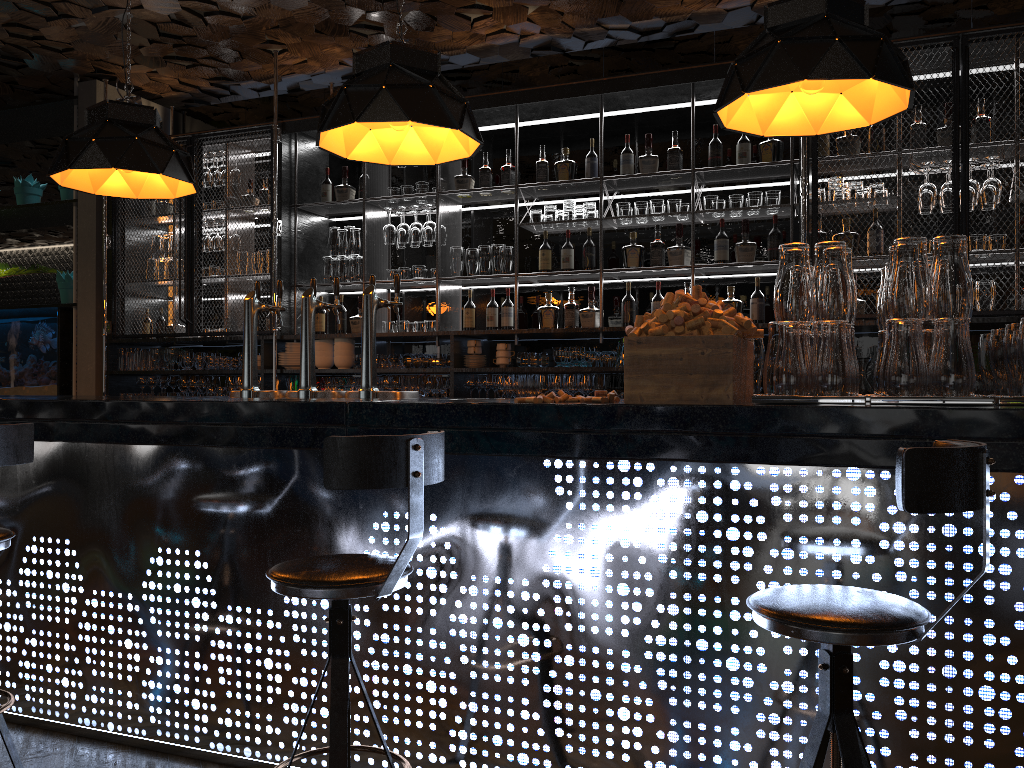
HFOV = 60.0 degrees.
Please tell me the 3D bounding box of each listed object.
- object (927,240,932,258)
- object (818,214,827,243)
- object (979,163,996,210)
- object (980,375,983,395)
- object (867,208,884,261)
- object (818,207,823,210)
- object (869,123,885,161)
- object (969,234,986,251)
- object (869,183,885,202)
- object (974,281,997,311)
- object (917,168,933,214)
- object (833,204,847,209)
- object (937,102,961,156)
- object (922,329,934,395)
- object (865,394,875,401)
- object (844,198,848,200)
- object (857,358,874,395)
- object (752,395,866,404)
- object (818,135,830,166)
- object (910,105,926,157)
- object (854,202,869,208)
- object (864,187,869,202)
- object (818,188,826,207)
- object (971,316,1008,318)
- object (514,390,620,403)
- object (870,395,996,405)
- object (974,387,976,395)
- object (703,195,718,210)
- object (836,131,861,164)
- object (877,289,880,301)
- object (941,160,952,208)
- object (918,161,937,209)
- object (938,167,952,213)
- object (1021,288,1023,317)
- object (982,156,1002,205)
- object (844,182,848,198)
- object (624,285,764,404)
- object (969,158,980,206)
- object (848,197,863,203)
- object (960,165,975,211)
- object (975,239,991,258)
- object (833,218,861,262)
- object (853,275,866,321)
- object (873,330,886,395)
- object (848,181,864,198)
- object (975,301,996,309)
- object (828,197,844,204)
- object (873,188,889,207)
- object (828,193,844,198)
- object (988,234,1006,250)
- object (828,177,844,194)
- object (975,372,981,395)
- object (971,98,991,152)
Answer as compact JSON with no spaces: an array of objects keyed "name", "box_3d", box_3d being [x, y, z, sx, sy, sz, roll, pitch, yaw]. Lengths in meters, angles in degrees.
[{"name":"object","box_3d":[2.303,-0.752,4.966,0.089,0.092,0.089,0,0,-11]},{"name":"object","box_3d":[1.782,-0.845,5.157,0.083,0.282,0.083,0,0,7]},{"name":"object","box_3d":[2.630,-1.088,4.898,0.092,0.244,0.092,0,0,16]},{"name":"object","box_3d":[2.494,0.051,4.642,0.079,0.231,0.079,0,0,-41]},{"name":"object","box_3d":[2.072,-0.853,5.056,0.086,0.298,0.086,0,0,-19]},{"name":"object","box_3d":[1.796,-1.076,5.257,0.089,0.092,0.089,0,0,-43]},{"name":"object","box_3d":[2.077,-1.424,5.046,0.086,0.297,0.086,0,0,-19]},{"name":"object","box_3d":[2.504,-0.753,4.773,0.089,0.092,0.089,0,0,6]},{"name":"object","box_3d":[2.050,-1.077,4.983,0.089,0.092,0.089,0,0,-18]},{"name":"object","box_3d":[2.540,-0.446,4.758,0.105,0.209,0.105,0,0,7]},{"name":"object","box_3d":[2.340,-1.088,5.015,0.092,0.244,0.092,0,0,16]},{"name":"object","box_3d":[1.920,-1.077,5.176,0.089,0.092,0.089,0,0,45]},{"name":"object","box_3d":[2.418,-1.415,4.907,0.123,0.279,0.123,0,0,25]},{"name":"object","box_3d":[1.237,-0.055,2.603,0.105,0.209,0.105,0,0,-43]},{"name":"object","box_3d":[1.237,0.043,2.737,0.273,0.019,0.437,0,0,22]},{"name":"object","box_3d":[1.920,-1.099,5.177,0.089,0.092,0.089,0,0,45]},{"name":"object","box_3d":[1.970,0.010,4.985,0.170,0.313,0.170,0,0,16]},{"name":"object","box_3d":[0.817,0.040,2.414,0.273,0.019,0.437,0,0,22]},{"name":"object","box_3d":[1.801,-1.423,5.159,0.086,0.299,0.086,0,0,-19]},{"name":"object","box_3d":[2.273,-1.417,4.964,0.083,0.282,0.083,0,0,22]},{"name":"object","box_3d":[2.041,-1.077,5.169,0.089,0.092,0.089,0,0,-18]},{"name":"object","box_3d":[2.041,-1.097,5.169,0.089,0.092,0.089,0,0,7]},{"name":"object","box_3d":[1.767,-1.077,5.119,0.089,0.092,0.089,0,0,-23]},{"name":"object","box_3d":[2.447,-0.350,4.829,0.437,0.019,0.273,0,0,22]},{"name":"object","box_3d":[0.164,0.040,2.554,0.377,0.045,0.198,0,0,-30]},{"name":"object","box_3d":[1.082,0.040,2.317,0.273,0.019,0.437,0,0,22]},{"name":"object","box_3d":[2.403,0.051,4.680,0.079,0.231,0.079,0,0,-2]},{"name":"object","box_3d":[1.195,-1.078,5.327,0.089,0.092,0.089,0,0,7]},{"name":"object","box_3d":[1.931,-1.414,5.086,0.123,0.279,0.123,0,0,30]},{"name":"object","box_3d":[2.113,-0.491,5.026,0.086,0.299,0.086,0,0,-19]},{"name":"object","box_3d":[2.381,-1.089,4.821,0.092,0.244,0.092,0,0,16]},{"name":"object","box_3d":[2.279,-1.088,4.861,0.092,0.244,0.092,0,0,16]},{"name":"object","box_3d":[2.442,-1.088,4.974,0.092,0.244,0.092,0,0,16]},{"name":"object","box_3d":[2.785,-0.482,4.754,0.083,0.282,0.083,0,0,7]},{"name":"object","box_3d":[2.569,-1.089,4.745,0.092,0.244,0.092,0,0,16]},{"name":"object","box_3d":[1.920,-1.125,5.177,0.089,0.092,0.089,0,0,6]},{"name":"object","box_3d":[0.526,-0.112,2.514,0.340,0.332,0.464,0,0,25]},{"name":"object","box_3d":[2.473,-1.089,4.784,0.092,0.244,0.092,0,0,16]},{"name":"object","box_3d":[1.953,-1.077,5.035,0.089,0.092,0.089,0,0,-43]},{"name":"object","box_3d":[2.534,-1.088,4.937,0.092,0.244,0.092,0,0,16]},{"name":"object","box_3d":[2.614,-0.752,4.923,0.089,0.092,0.089,0,0,6]},{"name":"object","box_3d":[1.924,-0.827,5.099,0.151,0.248,0.094,0,0,31]},{"name":"object","box_3d":[1.950,-0.480,5.073,0.123,0.279,0.123,0,0,11]},{"name":"object","box_3d":[1.129,-0.055,2.632,0.105,0.209,0.105,0,0,-43]},{"name":"object","box_3d":[1.953,-1.098,5.035,0.089,0.092,0.089,0,0,-43]},{"name":"object","box_3d":[2.591,-0.445,4.854,0.105,0.209,0.105,0,0,7]},{"name":"object","box_3d":[1.846,-1.077,5.051,0.089,0.092,0.089,0,0,-43]},{"name":"object","box_3d":[2.132,-1.077,5.126,0.089,0.092,0.089,0,0,-43]},{"name":"object","box_3d":[1.846,-1.100,5.051,0.089,0.092,0.089,0,0,-43]},{"name":"object","box_3d":[2.613,-0.753,4.778,0.089,0.092,0.089,0,0,6]},{"name":"object","box_3d":[1.846,-1.126,5.051,0.089,0.092,0.089,0,0,-43]},{"name":"object","box_3d":[2.481,0.051,4.737,0.079,0.231,0.079,0,0,32]},{"name":"object","box_3d":[2.564,-1.418,4.848,0.083,0.282,0.083,0,0,7]}]
